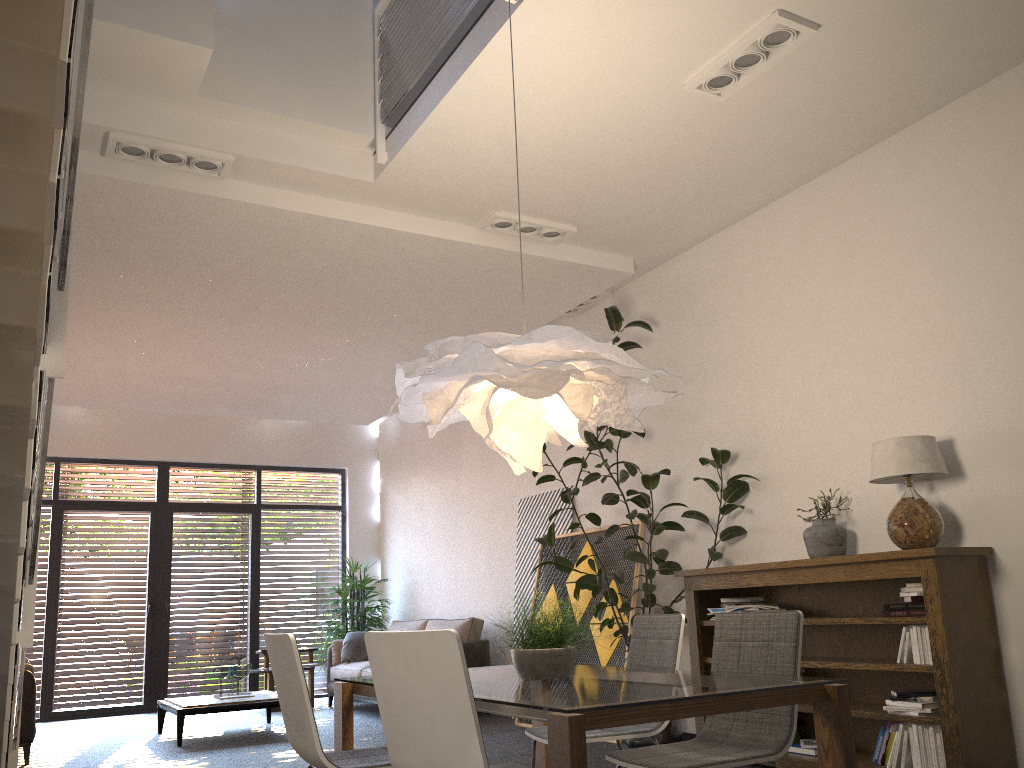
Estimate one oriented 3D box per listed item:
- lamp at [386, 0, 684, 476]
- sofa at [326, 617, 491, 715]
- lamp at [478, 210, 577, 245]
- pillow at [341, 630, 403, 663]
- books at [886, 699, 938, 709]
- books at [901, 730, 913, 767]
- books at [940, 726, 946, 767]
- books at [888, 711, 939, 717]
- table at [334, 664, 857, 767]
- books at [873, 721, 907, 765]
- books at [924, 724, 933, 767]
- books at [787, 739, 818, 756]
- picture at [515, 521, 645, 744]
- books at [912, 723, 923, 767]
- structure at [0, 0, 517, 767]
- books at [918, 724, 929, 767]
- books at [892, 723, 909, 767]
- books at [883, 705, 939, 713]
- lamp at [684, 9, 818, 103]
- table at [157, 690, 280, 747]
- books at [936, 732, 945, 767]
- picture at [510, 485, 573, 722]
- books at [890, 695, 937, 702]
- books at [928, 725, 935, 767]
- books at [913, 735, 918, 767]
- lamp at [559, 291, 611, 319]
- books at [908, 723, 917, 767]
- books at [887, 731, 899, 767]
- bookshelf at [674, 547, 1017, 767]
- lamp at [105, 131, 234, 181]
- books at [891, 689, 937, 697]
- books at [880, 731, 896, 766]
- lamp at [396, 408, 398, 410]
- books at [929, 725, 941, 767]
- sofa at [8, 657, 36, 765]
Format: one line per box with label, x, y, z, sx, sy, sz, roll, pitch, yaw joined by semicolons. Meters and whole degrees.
lamp;-0.023;-2.167;3.845;1.118;5.155;1.073;1;-12;-19
sofa;-1.130;2.938;9.271;0.995;0.909;2.344;5;-16;-29
lamp;0.108;-1.083;6.092;0.646;0.065;0.256;6;-16;-29
pillow;-1.267;2.756;9.278;0.619;0.339;1.912;5;-16;-29
books;2.027;1.595;4.430;0.175;0.023;0.246;3;-15;-19
books;2.017;1.835;4.446;0.155;0.201;0.073;5;-14;-29
books;2.144;1.764;4.268;0.175;0.240;0.024;5;-14;-29
books;2.009;1.635;4.415;0.155;0.020;0.207;3;-15;-19
table;0.146;1.403;3.105;0.999;0.706;1.817;5;-16;-29
books;1.996;1.874;4.643;0.172;0.225;0.166;5;-14;-29
books;2.097;1.784;4.341;0.175;0.241;0.019;5;-14;-29
books;1.712;2.086;5.083;0.258;0.049;0.273;-6;-15;15
picture;0.523;1.986;7.190;0.387;1.587;1.512;4;-14;-29
books;2.054;1.792;4.363;0.175;0.240;0.024;5;-14;-29
structure;0.053;-2.551;2.790;4.241;8.218;8.542;4;-15;-29
books;2.072;1.788;4.349;0.175;0.241;0.019;5;-14;-29
books;2.002;1.825;4.470;0.175;0.232;0.101;5;-14;-29
books;2.009;1.615;4.414;0.175;0.019;0.246;9;-18;-38
lamp;1.141;-1.590;4.297;0.254;0.065;0.651;5;-16;-29
table;-2.531;2.958;7.900;1.051;0.304;1.126;5;-16;-29
books;2.116;1.786;4.274;0.155;0.203;0.021;5;-14;-29
picture;0.259;1.975;7.943;0.208;1.997;0.967;4;-14;-29
books;2.030;1.577;4.453;0.206;0.022;0.156;-14;-18;39
books;2.112;1.780;4.325;0.175;0.240;0.024;5;-14;-29
books;2.053;1.817;4.383;0.155;0.203;0.021;5;-14;-29
lamp;0.560;-0.707;7.636;0.254;0.065;0.651;5;-16;-29
books;2.057;1.807;4.419;0.175;0.240;0.024;5;-14;-29
books;1.985;1.854;4.500;0.155;0.192;0.106;5;-14;-29
bookshelf;1.757;1.591;5.014;0.451;1.159;1.938;4;-15;-29
lamp;-1.914;-1.285;4.960;0.646;0.065;0.256;6;-16;-29
books;2.035;1.554;4.454;0.221;0.023;0.149;-5;-15;11
books;1.991;1.877;4.556;0.146;0.181;0.148;4;-14;-26
lamp;-1.324;0.216;10.910;0.254;0.065;0.651;5;-16;-29
books;2.103;1.773;4.296;0.175;0.241;0.019;5;-14;-29
sofa;-4.538;2.598;7.364;0.995;0.909;2.344;5;-16;-29
